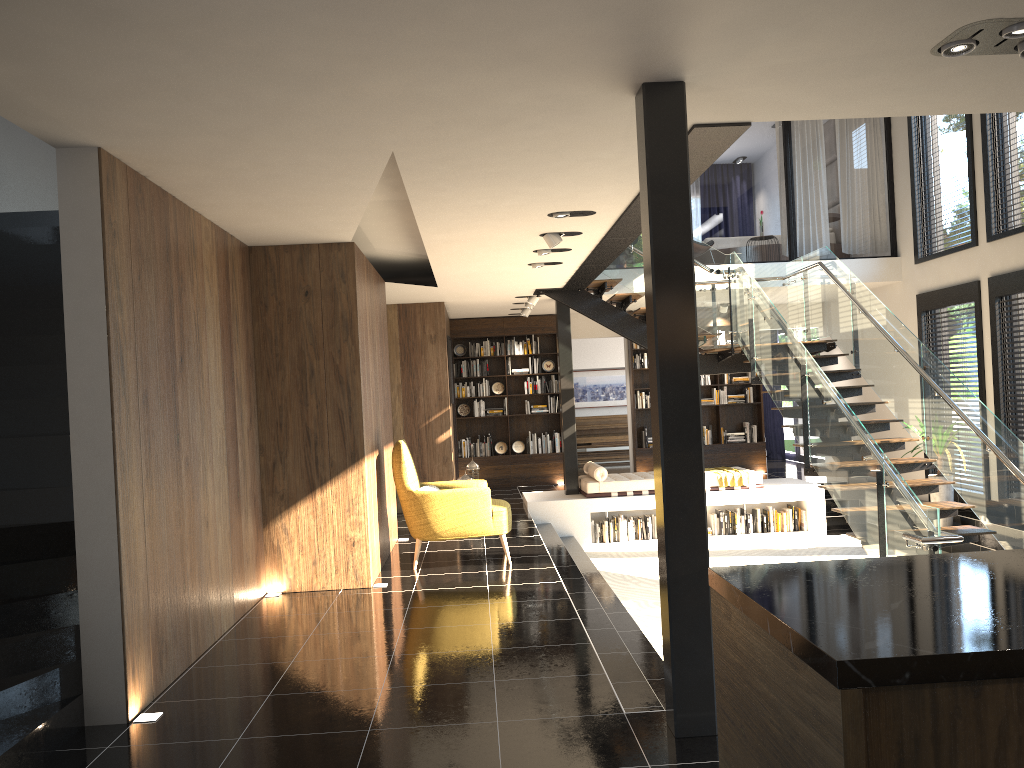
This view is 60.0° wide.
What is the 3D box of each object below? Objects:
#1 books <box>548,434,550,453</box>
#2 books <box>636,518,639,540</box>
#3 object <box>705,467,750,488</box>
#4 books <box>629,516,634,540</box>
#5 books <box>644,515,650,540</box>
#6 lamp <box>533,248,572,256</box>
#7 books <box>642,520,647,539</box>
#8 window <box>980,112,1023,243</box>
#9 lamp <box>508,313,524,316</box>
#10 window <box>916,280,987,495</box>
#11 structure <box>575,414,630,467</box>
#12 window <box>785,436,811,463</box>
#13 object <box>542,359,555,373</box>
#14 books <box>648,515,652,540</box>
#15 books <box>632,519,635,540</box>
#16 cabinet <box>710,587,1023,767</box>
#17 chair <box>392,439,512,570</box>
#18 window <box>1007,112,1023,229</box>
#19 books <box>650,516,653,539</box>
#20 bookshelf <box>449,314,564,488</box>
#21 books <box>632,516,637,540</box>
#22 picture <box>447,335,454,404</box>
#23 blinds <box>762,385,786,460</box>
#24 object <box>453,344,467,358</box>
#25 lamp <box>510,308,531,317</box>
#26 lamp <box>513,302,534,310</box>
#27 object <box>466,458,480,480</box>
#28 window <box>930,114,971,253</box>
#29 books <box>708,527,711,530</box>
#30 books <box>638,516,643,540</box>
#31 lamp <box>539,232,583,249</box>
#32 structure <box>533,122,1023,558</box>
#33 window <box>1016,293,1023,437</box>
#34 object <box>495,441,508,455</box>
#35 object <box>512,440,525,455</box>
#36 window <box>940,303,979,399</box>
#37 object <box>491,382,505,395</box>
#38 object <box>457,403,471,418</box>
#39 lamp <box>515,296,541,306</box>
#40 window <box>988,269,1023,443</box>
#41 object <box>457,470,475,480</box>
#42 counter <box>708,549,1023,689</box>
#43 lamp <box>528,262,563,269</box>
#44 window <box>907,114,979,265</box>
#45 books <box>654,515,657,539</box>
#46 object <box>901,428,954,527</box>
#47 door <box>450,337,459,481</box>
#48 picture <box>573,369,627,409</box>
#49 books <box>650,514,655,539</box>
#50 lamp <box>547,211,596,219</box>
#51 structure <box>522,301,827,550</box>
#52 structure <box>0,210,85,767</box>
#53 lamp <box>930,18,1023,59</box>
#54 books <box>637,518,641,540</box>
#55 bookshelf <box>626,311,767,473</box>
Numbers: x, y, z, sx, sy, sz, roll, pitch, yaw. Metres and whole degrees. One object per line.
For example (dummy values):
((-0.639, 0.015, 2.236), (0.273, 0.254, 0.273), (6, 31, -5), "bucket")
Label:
((0.583, 0.943, 14.097), (0.011, 0.300, 0.154), (-3, 0, -2), "books")
((1.597, 1.855, 11.362), (0.023, 0.260, 0.133), (-3, 0, -2), "books")
((2.799, 1.381, 11.794), (0.466, 0.510, 1.166), (-3, -1, -3), "object")
((1.527, 1.840, 11.330), (0.020, 0.295, 0.102), (-3, 0, -2), "books")
((1.723, 1.829, 11.333), (0.033, 0.299, 0.196), (-3, 0, -2), "books")
((0.353, -1.220, 7.791), (0.346, 0.177, 0.195), (-3, 0, -2), "lamp")
((1.682, 1.864, 11.354), (0.050, 0.234, 0.149), (-3, 0, -2), "books")
((5.353, -2.804, 9.041), (0.358, 2.475, 1.393), (-3, 0, -2), "window")
((0.107, -1.129, 13.686), (0.346, 0.177, 0.195), (-3, 0, -2), "lamp")
((5.430, 0.075, 10.637), (0.358, 2.475, 1.393), (-3, 0, -2), "window")
((1.695, 1.115, 17.622), (6.276, 0.982, 0.886), (-3, 0, -2), "structure")
((5.171, 0.161, 16.102), (0.184, 2.476, 2.981), (-3, 0, -2), "window")
((0.578, -0.281, 14.078), (0.212, 0.222, 0.082), (-3, 0, -2), "object")
((1.752, 1.831, 11.347), (0.025, 0.293, 0.205), (-3, 0, -2), "books")
((1.548, 1.865, 11.377), (0.026, 0.247, 0.149), (-3, 0, -2), "books")
((2.256, 0.850, 1.689), (3.564, 0.994, 0.698), (-3, 0, -2), "cabinet")
((-0.527, 1.020, 7.850), (1.030, 1.097, 0.807), (-3, 0, -3), "chair")
((5.424, -2.808, 9.036), (0.005, 2.297, 1.221), (-3, 0, -2), "window")
((1.779, 1.841, 11.366), (0.029, 0.271, 0.128), (-3, 0, -2), "books")
((-0.072, 0.286, 14.077), (1.703, 2.682, 0.273), (-3, 0, -2), "bookshelf")
((1.572, 1.844, 11.376), (0.025, 0.285, 0.137), (-3, 0, -2), "books")
((-0.844, -0.186, 12.203), (0.028, 0.911, 0.748), (-3, 0, -2), "picture")
((4.951, 0.095, 16.994), (0.161, 2.770, 1.080), (-3, 0, -4), "blinds")
((-0.821, -0.526, 14.013), (0.212, 0.222, 0.082), (-3, 0, -2), "object")
((0.142, -1.098, 12.909), (0.346, 0.262, 0.195), (-3, 0, -2), "lamp")
((0.174, -1.126, 12.134), (0.346, 0.231, 0.195), (-3, 0, -2), "lamp")
((-0.520, 1.300, 11.941), (0.182, 0.643, 0.182), (-3, 0, -2), "object")
((5.357, -2.783, 10.631), (0.005, 2.297, 1.221), (-3, 0, -2), "window")
((2.411, 1.859, 11.408), (0.249, 0.026, 0.148), (-3, -1, -5), "books")
((1.643, 1.841, 11.339), (0.028, 0.282, 0.173), (-3, 0, -2), "books")
((0.387, -1.196, 7.017), (0.346, 0.247, 0.195), (-3, 0, -2), "lamp")
((2.214, -0.051, 7.969), (3.447, 4.868, 7.280), (-3, -1, -3), "structure")
((5.570, 0.043, 8.996), (0.005, 2.297, 1.313), (-3, 0, -2), "window")
((-0.171, 1.020, 14.041), (0.212, 0.222, 0.082), (-3, 0, -2), "object")
((0.104, 1.006, 14.048), (0.212, 0.222, 0.082), (-3, 0, -2), "object")
((5.501, 0.071, 10.632), (0.005, 2.297, 1.221), (-3, 0, -2), "window")
((-0.220, 0.075, 14.062), (0.212, 0.222, 0.082), (-3, 0, -2), "object")
((-0.760, 0.419, 14.038), (0.212, 0.222, 0.082), (-3, 0, -2), "object")
((0.207, -1.122, 11.361), (0.346, 0.262, 0.195), (-3, 0, -2), "lamp")
((5.499, 0.046, 9.002), (0.358, 2.475, 1.498), (-3, 0, -2), "window")
((-0.605, 1.381, 11.707), (0.262, 0.483, 0.262), (-3, 0, -2), "object")
((2.232, 0.332, 1.689), (3.573, 0.041, 0.698), (-3, -1, -2), "counter")
((0.320, -1.208, 8.567), (0.346, 0.177, 0.195), (-3, 0, -2), "lamp")
((5.286, -2.780, 10.636), (0.358, 2.475, 1.393), (-3, 0, -2), "window")
((1.829, 1.830, 11.359), (0.025, 0.287, 0.169), (-3, 0, -2), "books")
((4.890, 1.018, 10.152), (0.876, 1.338, 0.830), (-3, 0, -13), "object")
((-0.909, 0.494, 13.423), (0.104, 2.347, 0.931), (-3, 0, -2), "door")
((2.048, 0.079, 17.829), (3.543, 0.748, 0.035), (-3, 0, -2), "picture")
((1.804, 1.821, 11.366), (0.023, 0.308, 0.126), (-3, 0, -2), "books")
((0.418, -1.253, 6.242), (0.346, 0.158, 0.195), (-3, 0, -2), "lamp")
((2.005, 0.416, 11.751), (3.781, 3.245, 1.149), (-3, 0, -2), "structure")
((-3.103, 0.163, 5.464), (1.964, 3.017, 6.663), (-3, -1, -2), "structure")
((1.871, -1.364, 3.344), (0.501, 0.194, 0.349), (-3, -1, -2), "lamp")
((1.619, 1.853, 11.347), (0.019, 0.261, 0.183), (-3, 0, -2), "books")
((2.947, 0.136, 14.205), (2.090, 2.682, 0.273), (-3, 0, -2), "bookshelf")
